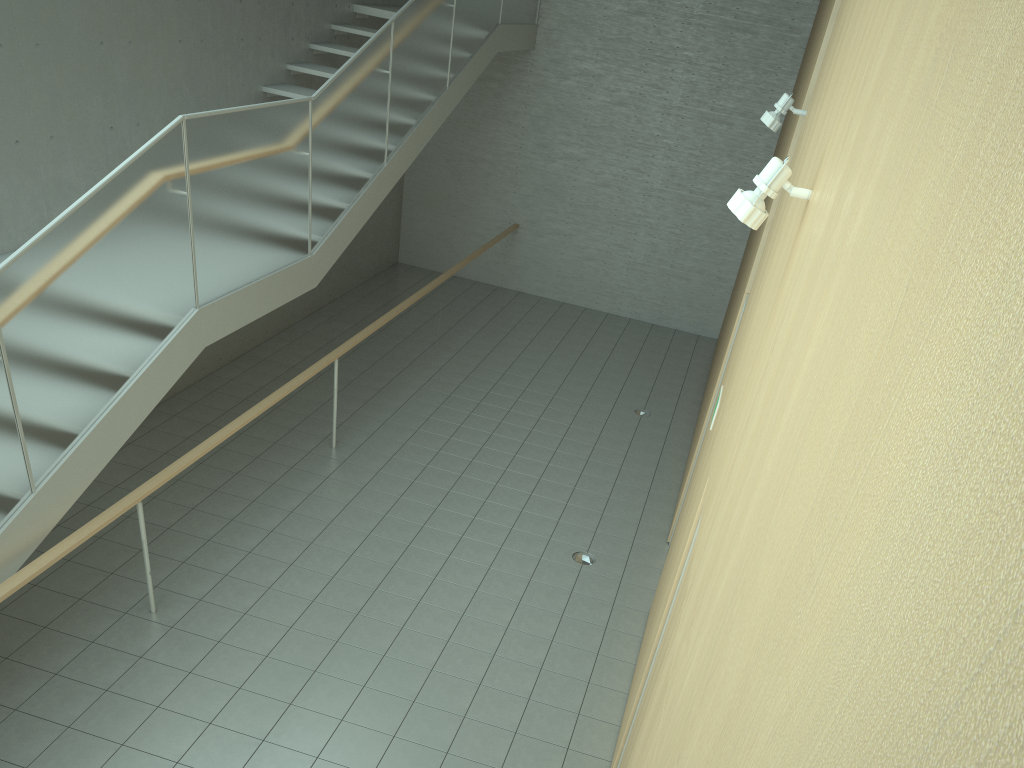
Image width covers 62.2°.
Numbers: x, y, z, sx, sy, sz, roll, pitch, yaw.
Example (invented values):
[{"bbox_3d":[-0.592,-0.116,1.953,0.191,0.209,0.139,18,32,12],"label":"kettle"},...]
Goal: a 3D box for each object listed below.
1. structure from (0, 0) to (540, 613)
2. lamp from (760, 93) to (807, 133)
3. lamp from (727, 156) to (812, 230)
[{"bbox_3d":[-2.273,-1.298,6.190,1.862,4.879,11.117,16,27,11],"label":"structure"},{"bbox_3d":[1.516,-1.518,4.749,0.233,0.225,0.122,6,31,-8],"label":"lamp"},{"bbox_3d":[0.750,-0.553,2.461,0.233,0.225,0.122,6,31,-8],"label":"lamp"}]
